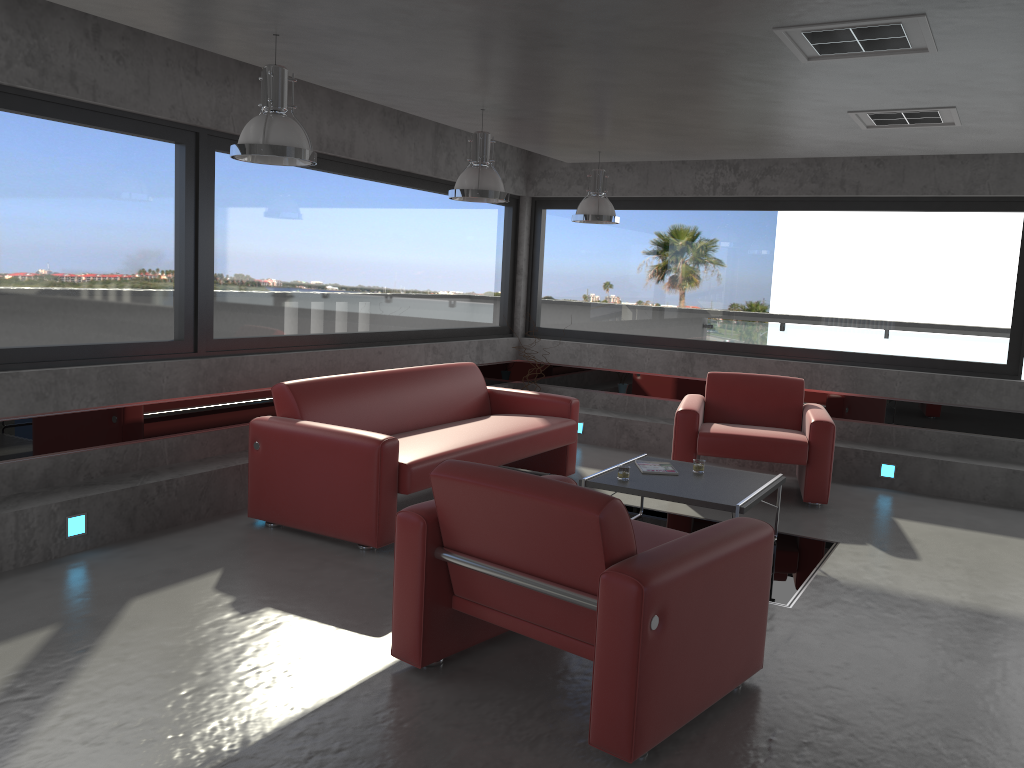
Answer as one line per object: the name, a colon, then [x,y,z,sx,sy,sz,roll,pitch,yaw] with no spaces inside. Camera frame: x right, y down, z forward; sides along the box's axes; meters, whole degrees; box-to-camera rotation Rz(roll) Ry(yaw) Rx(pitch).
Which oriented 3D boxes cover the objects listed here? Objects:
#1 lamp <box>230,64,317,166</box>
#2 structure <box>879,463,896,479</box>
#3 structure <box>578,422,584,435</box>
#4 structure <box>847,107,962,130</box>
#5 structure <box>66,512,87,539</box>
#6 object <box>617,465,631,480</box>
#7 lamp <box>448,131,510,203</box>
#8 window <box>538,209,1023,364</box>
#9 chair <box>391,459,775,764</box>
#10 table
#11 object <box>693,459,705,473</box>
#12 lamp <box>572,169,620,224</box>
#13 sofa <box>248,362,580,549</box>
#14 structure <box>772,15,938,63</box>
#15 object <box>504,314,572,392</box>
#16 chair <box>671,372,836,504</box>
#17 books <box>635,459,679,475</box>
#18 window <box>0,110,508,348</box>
lamp: [-1.092,-1.243,4.082,0.389,0.422,0.388,7,8,29]
structure: [3.149,0.728,7.431,0.123,0.123,0.004,7,8,29]
structure: [0.655,0.436,8.832,0.123,0.123,0.004,7,8,29]
structure: [2.322,-1.674,5.204,0.563,0.240,0.563,7,8,29]
structure: [-2.356,0.766,4.798,0.004,0.123,0.123,7,8,29]
object: [0.676,0.537,5.368,0.079,0.077,0.079,4,7,12]
lamp: [-0.201,-1.384,5.639,0.389,0.422,0.388,7,8,29]
window: [2.231,-1.028,8.465,4.583,1.364,0.003,7,8,29]
chair: [0.319,0.723,3.634,1.196,0.854,1.130,8,9,39]
table: [1.066,0.786,5.507,0.994,0.436,1.018,7,8,29]
object: [1.197,0.526,5.681,0.079,0.077,0.079,8,9,37]
lamp: [0.691,-1.525,7.196,0.388,0.422,0.389,5,7,18]
sofa: [-0.510,0.361,6.315,1.120,0.854,2.626,7,8,29]
structure: [1.435,-1.533,3.656,0.563,0.240,0.563,7,8,29]
object: [0.176,-0.023,8.297,0.531,1.289,0.466,9,9,42]
chair: [1.935,0.383,7.155,1.196,0.854,1.130,5,7,14]
books: [0.931,0.536,5.723,0.228,0.022,0.326,3,7,-1]
window: [-1.984,-0.954,6.068,0.003,1.364,7.800,7,8,29]
